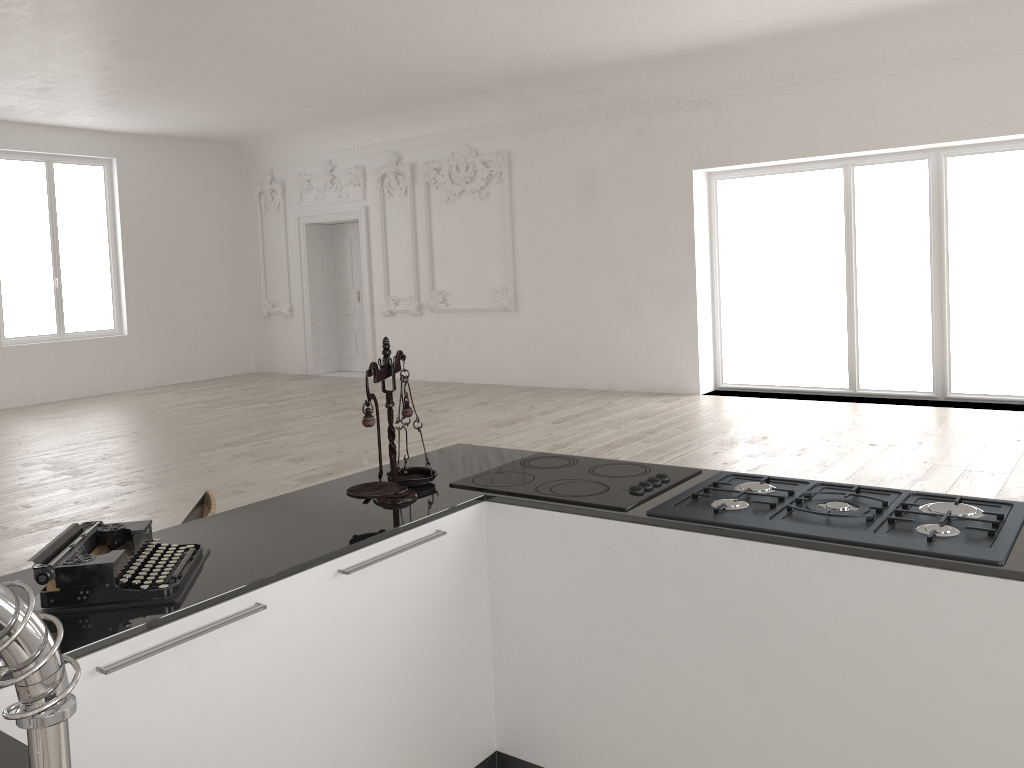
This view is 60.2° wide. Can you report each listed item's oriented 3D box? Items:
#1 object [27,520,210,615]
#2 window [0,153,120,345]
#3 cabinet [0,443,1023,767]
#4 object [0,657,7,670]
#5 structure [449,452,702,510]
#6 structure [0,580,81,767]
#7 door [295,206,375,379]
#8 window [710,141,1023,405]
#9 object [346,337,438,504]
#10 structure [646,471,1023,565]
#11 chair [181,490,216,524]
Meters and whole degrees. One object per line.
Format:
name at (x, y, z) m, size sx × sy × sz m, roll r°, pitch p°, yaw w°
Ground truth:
object at (-0.881, 0.392, 1.992) m, size 0.317 × 0.110 × 0.386 m, roll -4°, pitch 7°, yaw -9°
window at (-6.414, -1.914, 12.472) m, size 0.070 × 2.568 × 1.734 m, roll 0°, pitch 5°, yaw 36°
cabinet at (0.038, 0.890, 1.681) m, size 2.463 × 0.877 × 2.722 m, roll 2°, pitch 9°, yaw 36°
object at (-1.010, 0.352, 1.567) m, size 0.222 × 0.310 × 0.205 m, roll 0°, pitch 5°, yaw 34°
structure at (0.202, 0.286, 2.782) m, size 0.628 × 0.021 × 0.509 m, roll 3°, pitch 9°, yaw 36°
structure at (-0.211, 0.343, 0.347) m, size 0.130 × 0.579 × 0.281 m, roll 0°, pitch 4°, yaw 36°
door at (-2.585, -1.442, 13.954) m, size 1.562 × 2.581 × 0.657 m, roll 0°, pitch 4°, yaw 36°
window at (4.075, -1.118, 9.274) m, size 4.196 × 2.567 × 0.071 m, roll 2°, pitch 5°, yaw 36°
object at (-0.354, 0.103, 2.621) m, size 0.168 × 0.488 × 0.516 m, roll -2°, pitch 5°, yaw 9°
structure at (0.845, 0.323, 2.313) m, size 0.842 × 0.014 × 0.524 m, roll 3°, pitch 9°, yaw 36°
chair at (-1.381, 0.835, 3.040) m, size 0.781 × 0.767 × 0.633 m, roll -3°, pitch 5°, yaw -9°
